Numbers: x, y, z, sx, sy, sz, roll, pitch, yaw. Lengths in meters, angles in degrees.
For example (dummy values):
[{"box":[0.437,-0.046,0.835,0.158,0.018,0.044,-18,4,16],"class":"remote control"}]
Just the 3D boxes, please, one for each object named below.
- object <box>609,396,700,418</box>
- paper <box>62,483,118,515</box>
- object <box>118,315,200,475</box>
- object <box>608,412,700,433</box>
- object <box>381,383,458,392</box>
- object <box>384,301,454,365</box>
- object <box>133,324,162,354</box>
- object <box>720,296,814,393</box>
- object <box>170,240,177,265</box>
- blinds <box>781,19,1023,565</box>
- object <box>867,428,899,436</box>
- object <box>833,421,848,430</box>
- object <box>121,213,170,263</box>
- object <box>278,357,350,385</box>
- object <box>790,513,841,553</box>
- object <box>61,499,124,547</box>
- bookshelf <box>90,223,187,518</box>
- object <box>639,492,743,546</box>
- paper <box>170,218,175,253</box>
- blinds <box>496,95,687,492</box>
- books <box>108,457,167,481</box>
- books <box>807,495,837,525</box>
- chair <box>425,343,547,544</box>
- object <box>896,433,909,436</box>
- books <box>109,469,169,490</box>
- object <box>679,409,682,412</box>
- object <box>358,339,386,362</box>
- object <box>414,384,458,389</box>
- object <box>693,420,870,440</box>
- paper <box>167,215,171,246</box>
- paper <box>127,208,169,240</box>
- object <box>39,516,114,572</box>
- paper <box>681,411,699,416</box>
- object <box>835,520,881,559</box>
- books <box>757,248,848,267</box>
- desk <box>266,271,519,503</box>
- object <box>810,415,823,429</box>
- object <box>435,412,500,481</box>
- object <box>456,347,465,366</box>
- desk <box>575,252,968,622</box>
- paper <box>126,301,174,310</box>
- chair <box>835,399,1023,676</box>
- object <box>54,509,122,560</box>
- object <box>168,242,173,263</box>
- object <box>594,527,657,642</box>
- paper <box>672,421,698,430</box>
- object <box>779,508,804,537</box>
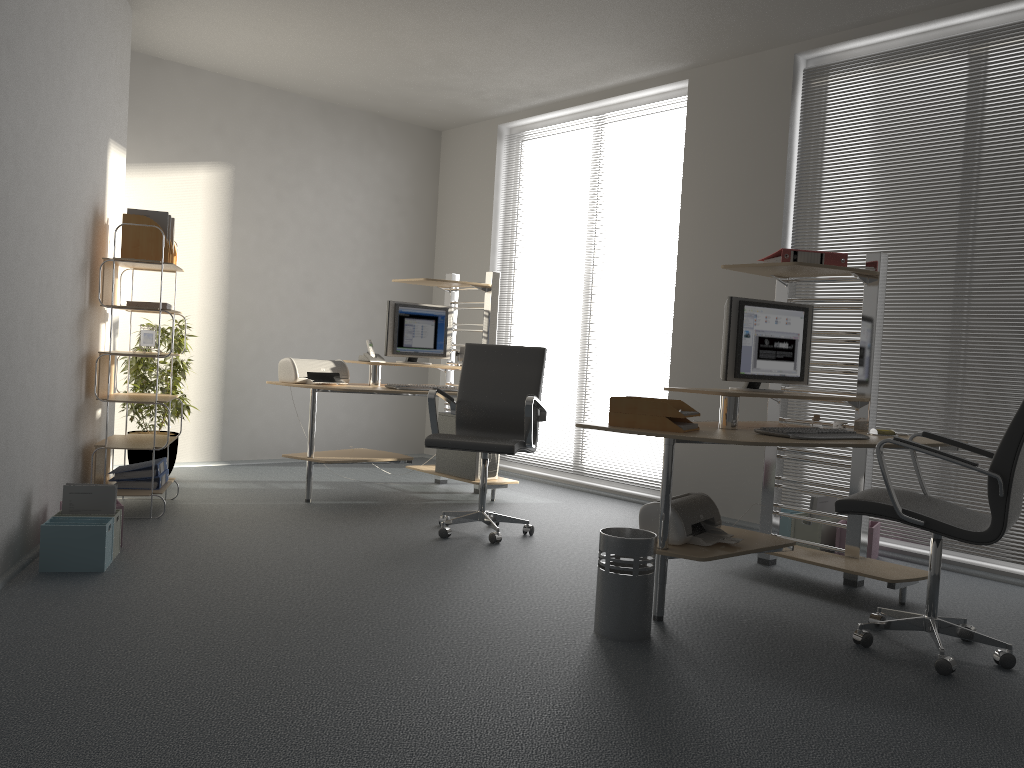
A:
[{"box":[0.579,0.092,3.578,0.309,0.060,0.225,4,2,28],"class":"object"},{"box":[-1.864,0.595,3.907,0.220,0.306,0.068,3,2,-14],"class":"paper"},{"box":[-2.432,0.085,6.117,0.544,1.147,0.644,3,2,-13],"class":"object"},{"box":[0.576,0.148,3.580,0.309,0.060,0.225,4,2,28],"class":"object"},{"box":[-0.724,0.033,5.963,0.478,0.082,0.814,2,2,-34],"class":"object"},{"box":[-0.667,-0.351,6.204,0.516,0.418,0.245,2,2,-27],"class":"object"},{"box":[-2.052,-0.254,5.000,0.077,0.161,0.192,4,2,4],"class":"object"},{"box":[1.159,-0.174,4.125,0.516,0.418,0.245,3,2,-19],"class":"object"},{"box":[-2.084,-0.809,5.162,0.243,0.259,0.113,3,2,-11],"class":"object"},{"box":[2.356,-0.501,4.763,0.022,2.770,1.950,2,3,-41],"class":"blinds"},{"box":[1.660,0.215,3.969,0.132,0.026,0.132,2,3,-41],"class":"object"},{"box":[1.518,0.194,4.104,0.022,0.042,0.134,3,2,1],"class":"object"},{"box":[-2.028,-0.797,4.921,0.243,0.259,0.113,3,2,-16],"class":"object"},{"box":[-1.223,-0.080,5.702,0.351,0.162,0.438,5,3,41],"class":"object"},{"box":[1.714,0.840,4.980,0.245,0.202,0.185,2,3,-41],"class":"object"},{"box":[-1.948,0.654,4.106,0.245,0.202,0.185,2,2,-33],"class":"object"},{"box":[-2.086,-0.075,5.009,0.381,1.572,0.724,3,2,-14],"class":"bookshelf"},{"box":[0.769,0.557,3.648,0.351,0.162,0.438,5,2,33],"class":"object"},{"box":[-2.088,-0.829,5.181,0.213,0.297,0.045,3,2,-11],"class":"paper"},{"box":[0.511,-0.680,6.864,0.037,2.749,1.950,2,3,-41],"class":"blinds"},{"box":[-2.112,0.479,5.016,0.263,0.100,0.320,3,2,-13],"class":"books"},{"box":[1.728,0.771,4.967,0.220,0.306,0.068,2,3,-41],"class":"books"},{"box":[-0.140,0.301,4.890,0.584,1.048,0.652,4,2,14],"class":"chair"},{"box":[1.720,0.224,4.026,0.011,0.011,0.158,1,3,-44],"class":"object"},{"box":[-2.105,0.534,5.020,0.262,0.072,0.320,3,2,-13],"class":"books"},{"box":[0.669,0.107,3.530,0.008,0.009,0.159,4,2,12],"class":"object"},{"box":[-0.937,-0.224,5.946,0.119,0.151,0.150,5,2,35],"class":"object"},{"box":[-0.487,0.036,6.210,0.168,0.088,0.742,2,2,-39],"class":"object"},{"box":[1.076,0.210,3.853,0.478,0.082,0.814,2,2,-34],"class":"object"},{"box":[-2.065,-0.824,5.059,0.213,0.297,0.045,3,2,-14],"class":"paper"},{"box":[-2.034,-0.818,4.939,0.213,0.297,0.045,3,2,-16],"class":"paper"},{"box":[-1.818,0.675,3.716,0.245,0.202,0.185,3,2,-15],"class":"object"},{"box":[0.579,0.108,3.578,0.297,0.010,0.210,4,2,28],"class":"paper"},{"box":[1.883,0.855,4.829,0.185,0.202,0.245,5,2,31],"class":"object"},{"box":[1.358,-0.576,4.163,0.320,0.072,0.262,3,2,-9],"class":"books"},{"box":[-0.721,-0.023,5.825,1.469,1.566,0.967,2,3,-41],"class":"desk"},{"box":[1.414,0.177,4.111,0.054,0.064,0.159,4,2,16],"class":"object"},{"box":[-0.301,0.425,6.129,0.199,0.422,0.471,2,3,-41],"class":"object"},{"box":[-0.318,-0.190,6.231,0.154,0.135,0.093,3,2,-5],"class":"object"},{"box":[1.117,0.155,3.729,1.469,1.566,0.967,2,3,-41],"class":"desk"},{"box":[-2.074,-0.445,5.092,0.213,0.046,0.297,3,2,-14],"class":"paper"},{"box":[1.576,0.458,3.240,0.652,1.048,0.584,5,2,35],"class":"chair"},{"box":[-1.865,0.666,3.895,0.245,0.202,0.185,3,2,-15],"class":"object"},{"box":[-2.060,-0.803,5.040,0.243,0.259,0.113,3,2,-14],"class":"object"},{"box":[0.415,0.733,3.251,0.208,0.377,0.208,3,2,2],"class":"object"},{"box":[0.576,0.160,3.580,0.297,0.019,0.210,4,2,28],"class":"paper"},{"box":[1.592,0.828,5.120,0.245,0.202,0.185,2,3,-41],"class":"object"}]
